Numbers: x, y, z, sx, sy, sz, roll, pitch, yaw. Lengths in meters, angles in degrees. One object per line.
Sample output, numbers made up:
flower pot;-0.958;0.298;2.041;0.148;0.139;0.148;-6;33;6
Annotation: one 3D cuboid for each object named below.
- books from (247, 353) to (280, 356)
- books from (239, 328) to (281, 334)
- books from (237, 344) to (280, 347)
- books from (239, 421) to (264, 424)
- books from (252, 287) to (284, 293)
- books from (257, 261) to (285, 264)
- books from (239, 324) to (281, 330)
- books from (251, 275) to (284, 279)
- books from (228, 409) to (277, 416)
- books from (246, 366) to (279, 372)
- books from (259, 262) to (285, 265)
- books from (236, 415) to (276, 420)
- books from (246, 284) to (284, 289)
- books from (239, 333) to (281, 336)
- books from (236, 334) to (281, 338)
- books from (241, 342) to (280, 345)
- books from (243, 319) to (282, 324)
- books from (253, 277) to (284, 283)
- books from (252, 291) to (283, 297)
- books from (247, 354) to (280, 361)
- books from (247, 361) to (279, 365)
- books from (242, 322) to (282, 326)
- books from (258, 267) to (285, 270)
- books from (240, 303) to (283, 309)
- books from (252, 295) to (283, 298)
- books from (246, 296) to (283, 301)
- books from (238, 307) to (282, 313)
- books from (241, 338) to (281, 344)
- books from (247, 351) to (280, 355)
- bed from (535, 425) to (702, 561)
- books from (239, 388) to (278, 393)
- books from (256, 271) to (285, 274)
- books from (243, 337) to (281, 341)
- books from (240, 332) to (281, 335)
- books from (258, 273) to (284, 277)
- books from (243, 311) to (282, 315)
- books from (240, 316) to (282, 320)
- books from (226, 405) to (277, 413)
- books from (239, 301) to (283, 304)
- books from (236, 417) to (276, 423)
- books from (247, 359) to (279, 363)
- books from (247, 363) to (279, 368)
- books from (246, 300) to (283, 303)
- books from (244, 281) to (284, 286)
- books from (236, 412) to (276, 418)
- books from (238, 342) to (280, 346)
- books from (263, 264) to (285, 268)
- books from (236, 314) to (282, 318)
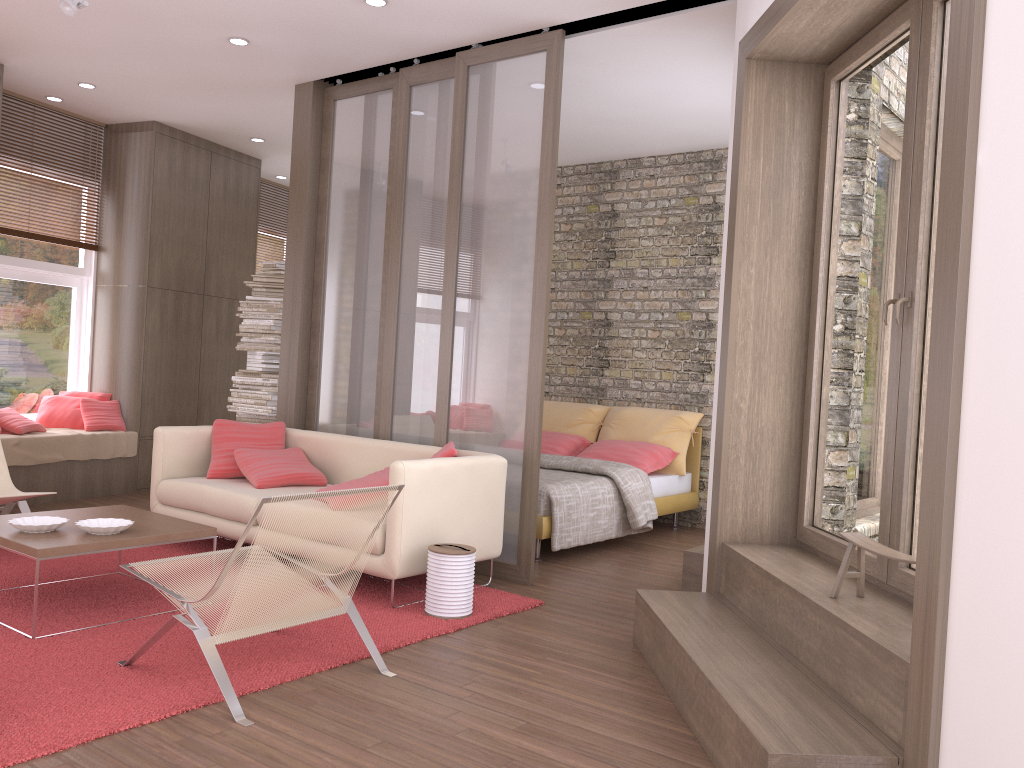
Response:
books;-2.058;-0.249;7.677;0.345;0.010;0.443;3;1;-33
books;-2.114;-0.451;7.683;0.379;0.028;0.297;3;1;12
books;-2.097;-0.325;7.666;0.446;0.012;0.291;3;1;12
books;-2.112;0.341;7.627;0.396;0.024;0.310;3;1;17
books;-2.042;-0.803;7.688;0.371;0.036;0.211;3;1;-3
books;-2.020;-1.039;7.662;0.313;0.014;0.204;4;1;37
books;-2.120;-0.483;7.692;0.379;0.039;0.297;4;1;32
books;-2.031;-0.909;7.650;0.366;0.012;0.287;3;1;-3
books;-2.101;0.244;7.629;0.542;0.016;0.423;4;1;37
books;-2.077;-0.124;7.675;0.322;0.030;0.435;3;1;-33
books;-2.010;-1.026;7.647;0.277;0.008;0.216;4;1;37
books;-2.112;0.284;7.633;0.405;0.018;0.300;3;1;17
books;-2.059;-0.833;7.663;0.412;0.019;0.259;3;1;-3
books;-2.127;-0.423;7.678;0.368;0.009;0.262;3;1;12
books;-2.104;-0.407;7.671;0.467;0.020;0.283;3;1;12
books;-2.122;-0.348;7.691;0.395;0.007;0.308;3;1;12
books;-2.077;-0.534;7.668;0.379;0.028;0.297;4;1;32
books;-2.025;-0.882;7.656;0.351;0.036;0.275;3;1;-3
books;-2.044;-0.766;7.689;0.371;0.036;0.211;3;1;-3
books;-2.082;-0.226;7.678;0.308;0.036;0.417;3;1;-33
books;-2.092;-0.179;7.676;0.294;0.013;0.413;3;1;-33
books;-2.096;-0.511;7.685;0.388;0.020;0.287;4;1;32
books;-2.019;-0.983;7.661;0.303;0.015;0.202;4;1;37
books;-2.082;-0.665;7.688;0.416;0.035;0.323;3;1;17
books;-2.034;-0.742;7.653;0.351;0.010;0.284;3;1;-3
books;-2.062;-0.725;7.661;0.404;0.026;0.266;3;1;-3
books;-2.108;-0.630;7.674;0.401;0.035;0.315;3;1;17
books;-2.107;-0.365;7.697;0.379;0.028;0.297;3;1;12
books;-2.049;-0.264;7.647;0.326;0.018;0.500;3;1;-33
bed;0.201;0.722;7.149;2.219;0.861;2.360;4;1;37
books;-2.059;0.055;7.669;0.542;0.020;0.320;4;1;37
books;-2.029;-0.952;7.670;0.327;0.023;0.198;4;1;37
books;-2.086;-0.387;7.675;0.388;0.020;0.287;4;1;32
books;-2.114;-0.432;7.678;0.395;0.009;0.233;3;1;12
books;-2.019;-0.927;7.657;0.272;0.023;0.201;3;1;17
books;-2.048;-0.598;7.669;0.434;0.019;0.324;3;1;17
books;-2.074;-0.559;7.644;0.416;0.012;0.324;3;1;17
books;-2.118;0.219;7.684;0.612;0.028;0.399;4;1;37
books;-2.100;-0.692;7.674;0.392;0.015;0.306;3;1;17
books;-2.111;0.311;7.627;0.396;0.033;0.310;3;1;17
books;-2.059;-0.194;7.654;0.323;0.020;0.484;3;1;-33
books;-2.053;-0.153;7.636;0.317;0.030;0.524;3;1;-33
books;-2.054;-0.705;7.680;0.416;0.015;0.245;3;1;17
books;-2.070;-0.855;7.668;0.435;0.019;0.248;3;1;-3
books;-2.108;0.263;7.626;0.396;0.024;0.310;3;1;17
books;-2.103;-0.337;7.676;0.412;0.011;0.308;3;1;12
books;-2.005;-1.006;7.656;0.193;0.029;0.260;3;1;-38
books;-2.100;-0.579;7.679;0.470;0.022;0.306;3;1;17
